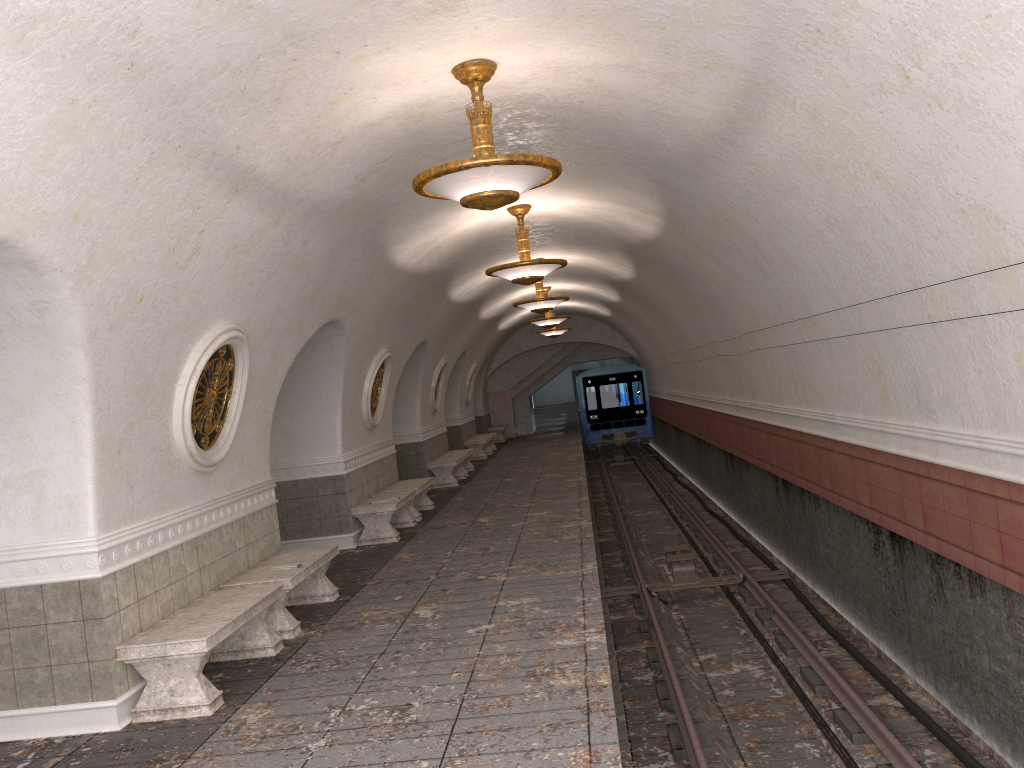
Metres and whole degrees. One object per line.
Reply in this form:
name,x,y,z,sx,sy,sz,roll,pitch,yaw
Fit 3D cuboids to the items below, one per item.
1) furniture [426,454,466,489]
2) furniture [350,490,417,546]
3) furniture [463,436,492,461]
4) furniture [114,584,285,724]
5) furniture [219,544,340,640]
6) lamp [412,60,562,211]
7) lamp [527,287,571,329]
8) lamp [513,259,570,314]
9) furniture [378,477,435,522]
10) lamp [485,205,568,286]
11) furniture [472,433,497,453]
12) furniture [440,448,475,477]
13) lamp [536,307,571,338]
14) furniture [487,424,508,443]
furniture,-1.328,1.812,18.416,0.613,0.508,1.509,-7,0,4
furniture,-1.748,1.856,12.410,0.613,0.508,1.509,-7,0,4
furniture,-0.912,1.768,24.364,0.613,0.508,1.509,-7,0,4
furniture,-2.167,1.901,6.416,0.613,0.508,1.509,-7,0,4
furniture,-2.050,1.888,8.093,0.613,0.508,1.509,-7,0,4
lamp,-0.196,-1.634,5.930,1.008,0.955,1.008,-7,0,-12
lamp,0.817,-1.741,20.415,1.008,0.955,1.008,-7,0,20
lamp,0.480,-1.705,15.599,1.008,0.955,1.008,-7,0,20
furniture,-1.630,1.844,14.087,0.613,0.508,1.509,-7,0,4
lamp,0.143,-1.670,10.781,1.008,0.955,1.008,-7,0,-12
furniture,-0.794,1.755,26.041,0.613,0.508,1.509,-7,0,4
furniture,-1.210,1.799,20.093,0.613,0.508,1.509,-7,0,4
lamp,1.154,-1.777,25.233,1.008,0.955,1.008,-7,0,-40
furniture,-0.472,1.721,30.651,0.613,0.508,1.509,-7,0,4
